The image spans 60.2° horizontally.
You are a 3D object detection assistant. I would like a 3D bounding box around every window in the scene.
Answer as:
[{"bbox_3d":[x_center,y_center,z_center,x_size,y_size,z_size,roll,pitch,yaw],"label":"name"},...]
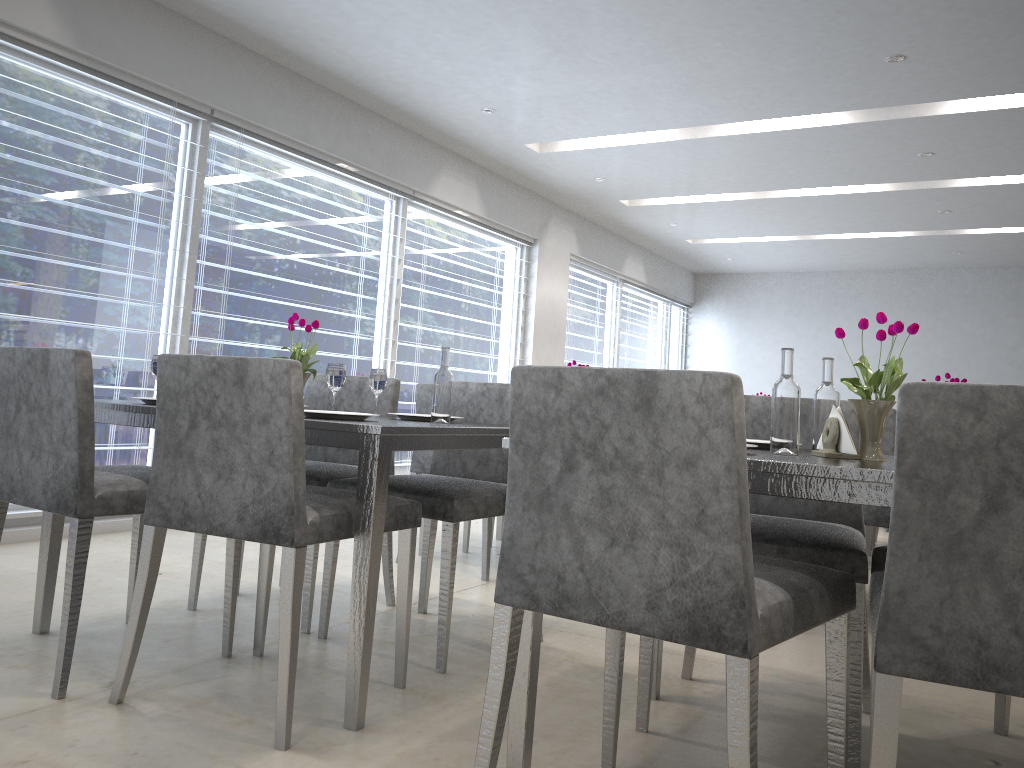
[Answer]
[{"bbox_3d":[-1.723,-0.399,4.552,0.159,2.085,7.059,0,-3,30],"label":"window"},{"bbox_3d":[1.227,-0.099,9.729,0.159,2.086,3.636,0,-4,30],"label":"window"}]

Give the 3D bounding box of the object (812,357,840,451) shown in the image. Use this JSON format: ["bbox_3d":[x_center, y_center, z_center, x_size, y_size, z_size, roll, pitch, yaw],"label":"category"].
[{"bbox_3d":[0.653,0.046,1.834,0.052,0.202,0.052,5,-6,-18],"label":"object"}]

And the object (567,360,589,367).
[{"bbox_3d":[0.279,0.031,4.027,0.155,0.278,0.103,1,-6,27],"label":"object"}]

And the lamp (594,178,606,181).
[{"bbox_3d":[0.697,-1.615,6.989,0.089,0.007,0.088,4,-1,-15],"label":"lamp"}]

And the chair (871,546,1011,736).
[{"bbox_3d":[1.097,0.430,1.808,0.490,0.767,0.476,6,-5,-30],"label":"chair"}]

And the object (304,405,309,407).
[{"bbox_3d":[-0.752,0.070,2.788,0.217,0.015,0.215,3,-1,8],"label":"object"}]

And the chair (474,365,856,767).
[{"bbox_3d":[0.262,0.369,1.463,0.477,0.767,0.489,1,-5,35],"label":"chair"}]

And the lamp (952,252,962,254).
[{"bbox_3d":[4.530,-1.328,8.995,0.089,0.007,0.088,4,-1,-15],"label":"lamp"}]

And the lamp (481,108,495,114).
[{"bbox_3d":[-0.149,-1.701,5.506,0.089,0.007,0.088,4,-1,-15],"label":"lamp"}]

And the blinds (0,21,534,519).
[{"bbox_3d":[-1.635,-0.422,4.494,0.045,2.055,7.054,0,-3,30],"label":"blinds"}]

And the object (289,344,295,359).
[{"bbox_3d":[-0.659,-0.019,2.642,0.052,0.202,0.052,4,-5,-6],"label":"object"}]

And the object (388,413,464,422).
[{"bbox_3d":[-0.243,0.096,2.498,0.217,0.015,0.215,3,-1,8],"label":"object"}]

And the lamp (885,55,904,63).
[{"bbox_3d":[1.882,-1.598,4.348,0.089,0.007,0.088,4,-1,-15],"label":"lamp"}]

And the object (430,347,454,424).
[{"bbox_3d":[-0.180,0.004,2.309,0.052,0.202,0.052,4,-5,-6],"label":"object"}]

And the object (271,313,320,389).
[{"bbox_3d":[-0.603,-0.059,2.479,0.155,0.278,0.103,1,-6,27],"label":"object"}]

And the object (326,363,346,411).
[{"bbox_3d":[-0.467,0.016,2.328,0.053,0.140,0.053,5,-5,-12],"label":"object"}]

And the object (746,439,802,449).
[{"bbox_3d":[0.536,0.134,1.982,0.217,0.015,0.215,3,-1,10],"label":"object"}]

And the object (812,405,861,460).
[{"bbox_3d":[0.621,0.090,1.691,0.070,0.100,0.202,4,-2,-1],"label":"object"}]

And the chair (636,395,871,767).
[{"bbox_3d":[0.603,0.405,2.099,0.477,0.767,0.488,2,-5,25],"label":"chair"}]

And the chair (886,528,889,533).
[{"bbox_3d":[2.849,0.632,6.002,0.477,0.767,0.489,1,-5,35],"label":"chair"}]

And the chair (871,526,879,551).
[{"bbox_3d":[2.356,0.583,5.154,0.477,0.767,0.488,2,-5,25],"label":"chair"}]

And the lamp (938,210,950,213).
[{"bbox_3d":[3.577,-1.425,7.323,0.089,0.007,0.088,4,-1,-15],"label":"lamp"}]

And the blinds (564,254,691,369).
[{"bbox_3d":[1.325,-0.120,9.687,0.045,2.056,3.628,0,-4,30],"label":"blinds"}]

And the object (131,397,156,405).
[{"bbox_3d":[-0.941,0.051,2.455,0.217,0.015,0.215,3,-1,8],"label":"object"}]

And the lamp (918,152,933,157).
[{"bbox_3d":[2.727,-1.512,5.831,0.089,0.007,0.088,4,-1,-15],"label":"lamp"}]

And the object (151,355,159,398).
[{"bbox_3d":[-1.036,-0.015,2.594,0.053,0.140,0.053,5,-5,-12],"label":"object"}]

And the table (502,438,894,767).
[{"bbox_3d":[0.670,0.462,1.642,1.190,0.639,0.772,2,-3,30],"label":"table"}]

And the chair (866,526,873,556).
[{"bbox_3d":[2.008,0.547,4.526,0.477,0.767,0.489,1,-5,35],"label":"chair"}]

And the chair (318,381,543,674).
[{"bbox_3d":[-0.208,0.365,2.621,0.477,0.767,0.489,1,-5,35],"label":"chair"}]

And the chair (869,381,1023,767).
[{"bbox_3d":[0.748,0.395,1.252,0.477,0.767,0.488,2,-5,25],"label":"chair"}]

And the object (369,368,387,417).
[{"bbox_3d":[-0.391,0.026,2.559,0.053,0.140,0.053,5,-5,-12],"label":"object"}]

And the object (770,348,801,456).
[{"bbox_3d":[0.513,0.033,1.656,0.052,0.202,0.052,5,-6,-18],"label":"object"}]

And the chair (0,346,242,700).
[{"bbox_3d":[-1.026,0.305,2.270,0.477,0.767,0.489,1,-5,35],"label":"chair"}]

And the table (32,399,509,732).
[{"bbox_3d":[-0.618,0.398,2.448,1.190,0.639,0.772,2,-3,30],"label":"table"}]

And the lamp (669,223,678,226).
[{"bbox_3d":[1.547,-1.528,8.482,0.089,0.007,0.088,4,-1,-15],"label":"lamp"}]

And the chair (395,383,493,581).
[{"bbox_3d":[-0.143,0.395,3.818,0.477,0.767,0.489,1,-5,35],"label":"chair"}]

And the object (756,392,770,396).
[{"bbox_3d":[1.952,0.201,6.963,0.155,0.278,0.103,1,-6,27],"label":"object"}]

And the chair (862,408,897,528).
[{"bbox_3d":[1.175,0.462,3.066,0.477,0.767,0.489,1,-5,35],"label":"chair"}]

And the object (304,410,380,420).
[{"bbox_3d":[-0.433,0.076,2.165,0.217,0.015,0.215,3,-1,8],"label":"object"}]

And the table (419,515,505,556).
[{"bbox_3d":[0.264,0.488,3.997,1.190,0.639,0.772,2,-3,30],"label":"table"}]

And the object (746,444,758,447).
[{"bbox_3d":[0.347,0.114,1.649,0.217,0.015,0.215,3,-1,10],"label":"object"}]

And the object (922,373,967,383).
[{"bbox_3d":[1.598,0.098,3.275,0.155,0.278,0.103,1,-6,27],"label":"object"}]

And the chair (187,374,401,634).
[{"bbox_3d":[-0.677,0.341,2.898,0.477,0.767,0.488,2,-5,25],"label":"chair"}]

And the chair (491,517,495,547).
[{"bbox_3d":[0.205,0.431,4.447,0.477,0.767,0.488,2,-5,25],"label":"chair"}]

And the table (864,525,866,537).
[{"bbox_3d":[2.415,0.640,4.705,1.190,0.639,0.772,2,-3,30],"label":"table"}]

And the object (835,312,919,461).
[{"bbox_3d":[0.684,0.005,1.672,0.155,0.278,0.103,1,-6,27],"label":"object"}]

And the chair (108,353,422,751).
[{"bbox_3d":[-0.540,0.332,2.058,0.477,0.767,0.488,2,-5,25],"label":"chair"}]
